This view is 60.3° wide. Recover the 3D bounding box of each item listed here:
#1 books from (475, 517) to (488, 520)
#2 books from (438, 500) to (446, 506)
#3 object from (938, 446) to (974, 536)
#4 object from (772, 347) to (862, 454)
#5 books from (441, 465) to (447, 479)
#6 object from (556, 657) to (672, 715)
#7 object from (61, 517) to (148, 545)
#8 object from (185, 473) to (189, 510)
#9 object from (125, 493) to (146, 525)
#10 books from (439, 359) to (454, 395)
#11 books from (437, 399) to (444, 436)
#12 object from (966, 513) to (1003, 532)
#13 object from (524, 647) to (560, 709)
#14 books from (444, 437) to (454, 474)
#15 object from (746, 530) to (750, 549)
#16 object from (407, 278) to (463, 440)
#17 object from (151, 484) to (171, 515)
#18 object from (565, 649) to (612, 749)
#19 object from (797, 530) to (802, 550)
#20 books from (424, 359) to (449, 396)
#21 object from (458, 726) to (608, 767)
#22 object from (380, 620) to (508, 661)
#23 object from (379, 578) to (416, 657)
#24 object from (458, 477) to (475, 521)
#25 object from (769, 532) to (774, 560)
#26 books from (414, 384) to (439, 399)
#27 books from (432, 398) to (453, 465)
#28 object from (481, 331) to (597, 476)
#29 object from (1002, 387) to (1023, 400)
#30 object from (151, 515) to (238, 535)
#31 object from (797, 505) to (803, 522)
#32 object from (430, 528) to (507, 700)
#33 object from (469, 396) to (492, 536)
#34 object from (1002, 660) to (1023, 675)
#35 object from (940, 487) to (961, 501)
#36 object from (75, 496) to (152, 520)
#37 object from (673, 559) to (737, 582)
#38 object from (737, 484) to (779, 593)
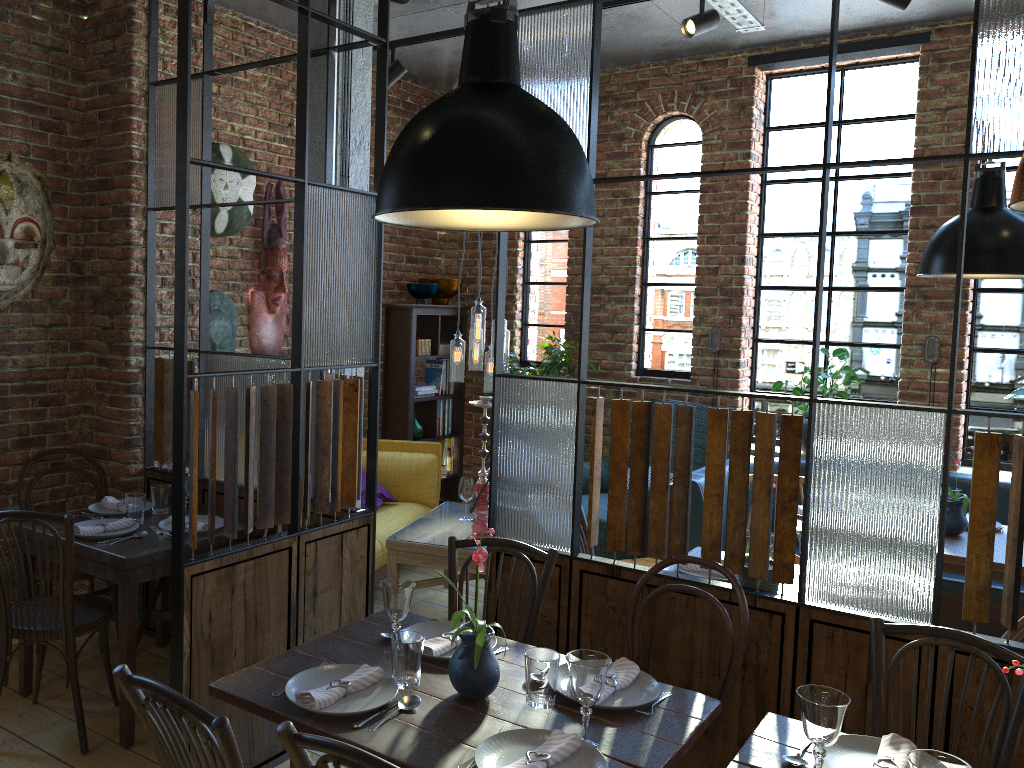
[{"bbox_3d":[-0.048,0.724,4.844,0.261,0.028,0.168,-2,6,-33],"label":"books"},{"bbox_3d":[-0.587,0.934,6.621,0.211,0.072,0.235,3,5,21],"label":"books"},{"bbox_3d":[2.057,0.489,4.125,0.130,0.430,0.228,-1,5,-39],"label":"object"},{"bbox_3d":[1.910,0.102,5.367,0.369,0.662,0.535,-1,5,-34],"label":"object"},{"bbox_3d":[-0.649,0.645,6.452,0.256,0.088,0.289,5,6,34],"label":"books"},{"bbox_3d":[0.211,0.731,2.180,0.340,0.051,0.257,5,6,36],"label":"object"},{"bbox_3d":[-1.608,0.567,3.487,0.340,0.051,0.257,5,6,36],"label":"object"},{"bbox_3d":[-1.386,0.481,3.729,0.094,0.191,0.103,-1,5,-37],"label":"object"},{"bbox_3d":[-1.562,0.518,3.654,0.081,0.119,0.087,0,5,-26],"label":"object"},{"bbox_3d":[-0.512,-0.056,6.647,0.186,0.257,0.076,4,5,33],"label":"books"},{"bbox_3d":[-0.594,0.244,6.546,0.180,0.272,0.082,4,5,33],"label":"books"},{"bbox_3d":[2.222,0.667,4.322,0.340,0.051,0.257,5,6,36],"label":"object"},{"bbox_3d":[0.069,0.699,2.091,0.086,0.119,0.082,3,4,15],"label":"object"},{"bbox_3d":[-0.536,0.537,6.685,0.198,0.272,0.081,5,5,33],"label":"books"},{"bbox_3d":[0.780,0.603,3.016,0.100,0.191,0.097,2,4,8],"label":"object"},{"bbox_3d":[-0.617,0.110,6.449,0.340,1.758,0.586,4,4,26],"label":"object"},{"bbox_3d":[-1.532,0.503,3.843,0.081,0.119,0.087,0,5,-26],"label":"object"},{"bbox_3d":[0.160,0.683,1.897,0.094,0.191,0.103,-1,5,-37],"label":"object"},{"bbox_3d":[1.025,0.609,3.031,0.097,0.191,0.100,1,4,-10],"label":"object"},{"bbox_3d":[-0.572,-0.051,6.569,0.170,0.258,0.119,4,5,33],"label":"books"},{"bbox_3d":[0.073,0.762,1.774,0.340,0.051,0.257,5,6,36],"label":"object"},{"bbox_3d":[-0.191,0.697,2.438,0.340,0.051,0.257,5,6,36],"label":"object"},{"bbox_3d":[-0.310,0.630,2.366,0.094,0.191,0.103,-1,5,-33],"label":"object"},{"bbox_3d":[-0.247,0.623,4.779,0.088,0.228,0.093,1,4,-19],"label":"object"},{"bbox_3d":[0.936,0.618,3.308,0.087,0.119,0.081,4,4,22],"label":"object"},{"bbox_3d":[-0.678,0.052,6.371,0.186,0.080,0.257,5,6,32],"label":"books"},{"bbox_3d":[-0.655,0.401,6.463,0.199,0.574,0.563,4,5,30],"label":"books"},{"bbox_3d":[0.140,0.387,6.022,0.877,1.526,0.712,3,4,12],"label":"object"},{"bbox_3d":[2.965,0.150,4.563,0.765,0.750,0.582,4,5,32],"label":"object"},{"bbox_3d":[-1.294,0.565,3.610,0.282,0.051,0.310,5,6,36],"label":"object"},{"bbox_3d":[1.522,0.643,4.376,0.282,0.051,0.310,5,6,36],"label":"object"},{"bbox_3d":[-0.092,0.538,2.128,0.130,0.430,0.228,-1,5,-39],"label":"object"},{"bbox_3d":[-0.103,0.418,4.451,0.270,0.703,0.163,4,4,25],"label":"object"},{"bbox_3d":[0.882,0.626,1.435,0.195,0.426,0.152,0,4,-23],"label":"object"},{"bbox_3d":[2.102,0.599,4.246,0.095,0.191,0.102,0,4,-28],"label":"object"},{"bbox_3d":[-1.719,0.533,3.838,0.282,0.051,0.310,5,6,36],"label":"object"},{"bbox_3d":[0.706,0.660,3.155,0.282,0.051,0.310,5,6,36],"label":"object"},{"bbox_3d":[0.774,0.506,2.784,0.134,0.426,0.215,0,4,-24],"label":"object"}]
